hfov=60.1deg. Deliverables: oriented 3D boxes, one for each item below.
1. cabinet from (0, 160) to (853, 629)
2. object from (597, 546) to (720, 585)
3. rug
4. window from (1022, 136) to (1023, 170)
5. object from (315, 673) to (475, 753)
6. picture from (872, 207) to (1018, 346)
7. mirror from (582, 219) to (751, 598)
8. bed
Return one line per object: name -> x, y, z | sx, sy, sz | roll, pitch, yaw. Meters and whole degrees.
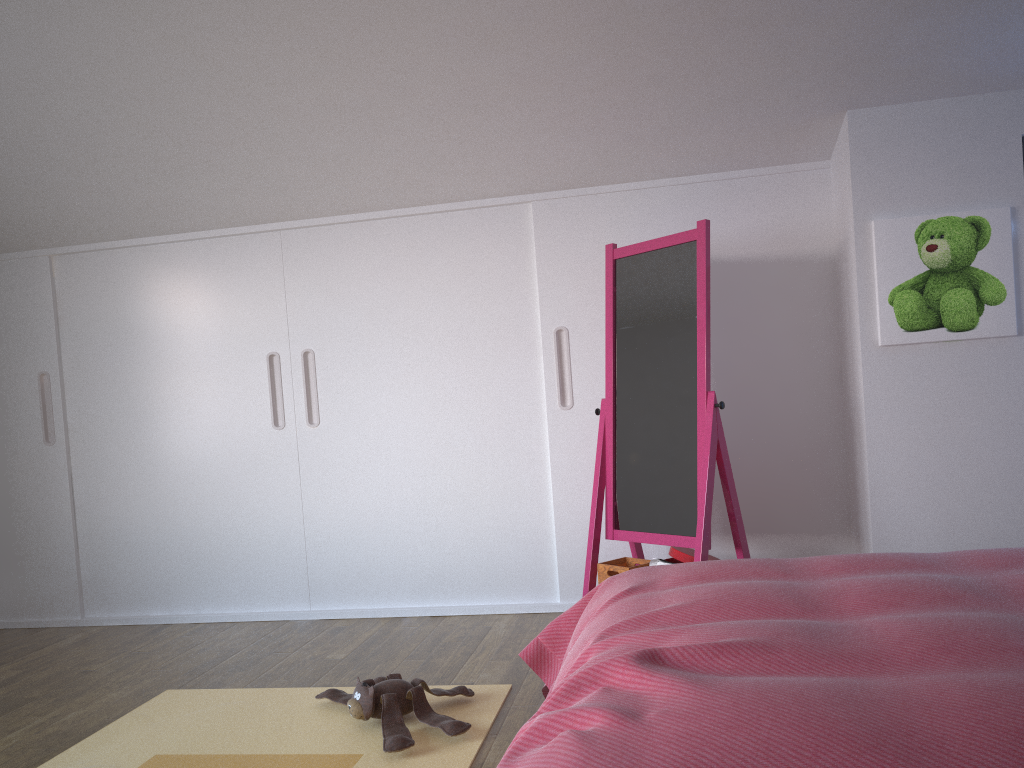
cabinet -> -0.756, 0.153, 3.899 | 4.234, 1.767, 0.052 | -4, 2, 10
object -> 0.592, 0.682, 3.277 | 0.367, 0.159, 0.446 | -4, -1, -34
rug -> -0.778, 0.994, 1.841 | 1.201, 0.006, 2.198 | -4, -1, 10
window -> 2.033, -0.549, 3.098 | 0.586, 0.748, 0.208 | -4, 2, 10
object -> -0.303, 0.900, 2.611 | 0.398, 0.112, 0.606 | -4, -1, -31
picture -> 1.506, -0.371, 3.090 | 0.451, 0.444, 0.026 | -4, 2, 10
mirror -> 0.532, 0.190, 3.242 | 0.416, 1.491, 0.611 | -5, 2, -39
bed -> 1.029, 0.460, 1.593 | 2.318, 0.812, 1.924 | -4, -1, 10
